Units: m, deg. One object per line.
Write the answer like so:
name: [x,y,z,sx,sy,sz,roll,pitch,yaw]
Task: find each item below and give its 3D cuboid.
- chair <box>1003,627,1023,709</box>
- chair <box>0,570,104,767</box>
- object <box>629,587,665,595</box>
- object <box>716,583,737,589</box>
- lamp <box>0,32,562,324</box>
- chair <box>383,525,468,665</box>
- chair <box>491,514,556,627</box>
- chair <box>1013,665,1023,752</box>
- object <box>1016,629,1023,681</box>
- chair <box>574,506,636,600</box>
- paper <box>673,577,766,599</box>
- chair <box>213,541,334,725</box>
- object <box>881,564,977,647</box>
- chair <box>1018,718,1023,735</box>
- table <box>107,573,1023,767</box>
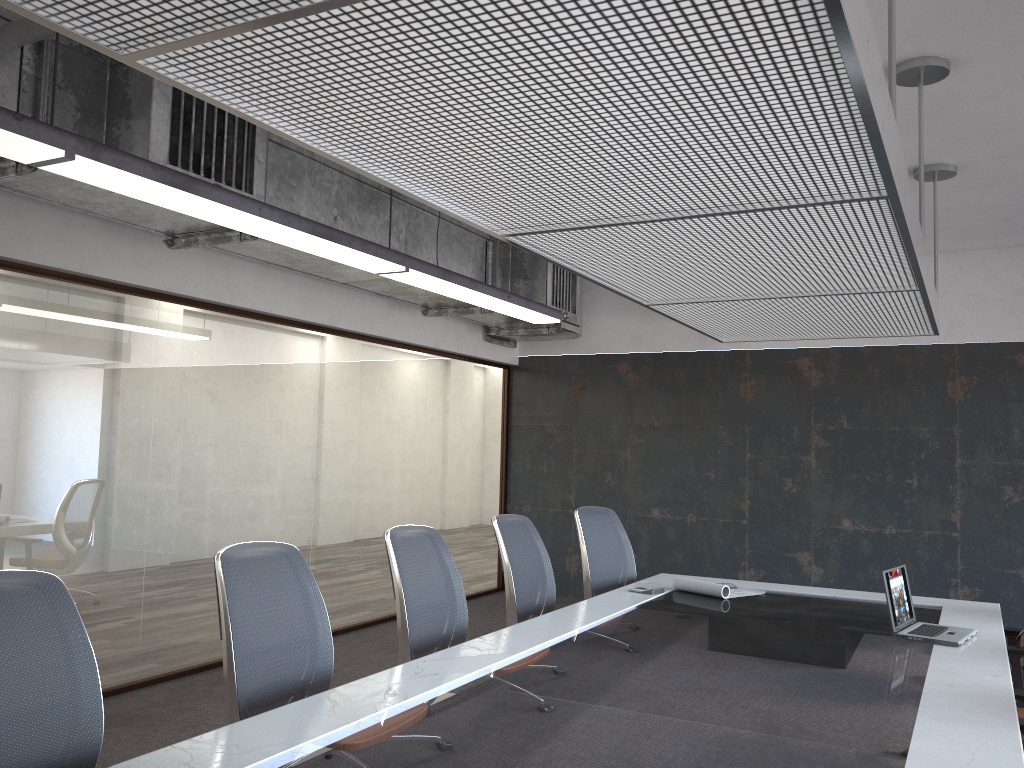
chair: [2.521,1.322,4.370,0.828,1.166,0.789,2,-4,-8]
chair: [-1.035,1.057,2.067,0.828,1.166,0.789,2,-4,-8]
object: [0.742,1.132,4.887,0.161,0.026,0.126,-2,-6,42]
object: [1.192,1.154,5.061,0.200,0.036,0.049,4,-5,-25]
lamp: [0.612,-1.155,3.052,4.126,0.908,6.097,-1,-5,28]
chair: [-0.158,1.205,3.741,0.828,1.166,0.789,2,-4,-8]
chair: [0.281,1.280,4.578,0.828,1.166,0.789,2,-4,-8]
chair: [2.143,1.247,3.503,0.828,1.166,0.789,1,-4,2]
object: [2.569,1.290,4.357,0.138,0.308,0.378,-2,-5,39]
chair: [0.763,1.353,5.389,0.828,1.166,0.789,1,-4,7]
paper: [1.164,1.131,4.978,0.379,0.069,0.348,5,-5,-37]
chair: [-0.597,1.131,2.904,0.828,1.166,0.789,2,-4,-8]
object: [1.827,0.957,3.877,0.308,0.277,0.366,-2,-5,38]
chair: [1.644,1.173,2.696,0.828,1.166,0.789,2,-4,-8]
table: [0.515,1.356,2.782,1.898,0.745,5.498,-1,-5,28]
